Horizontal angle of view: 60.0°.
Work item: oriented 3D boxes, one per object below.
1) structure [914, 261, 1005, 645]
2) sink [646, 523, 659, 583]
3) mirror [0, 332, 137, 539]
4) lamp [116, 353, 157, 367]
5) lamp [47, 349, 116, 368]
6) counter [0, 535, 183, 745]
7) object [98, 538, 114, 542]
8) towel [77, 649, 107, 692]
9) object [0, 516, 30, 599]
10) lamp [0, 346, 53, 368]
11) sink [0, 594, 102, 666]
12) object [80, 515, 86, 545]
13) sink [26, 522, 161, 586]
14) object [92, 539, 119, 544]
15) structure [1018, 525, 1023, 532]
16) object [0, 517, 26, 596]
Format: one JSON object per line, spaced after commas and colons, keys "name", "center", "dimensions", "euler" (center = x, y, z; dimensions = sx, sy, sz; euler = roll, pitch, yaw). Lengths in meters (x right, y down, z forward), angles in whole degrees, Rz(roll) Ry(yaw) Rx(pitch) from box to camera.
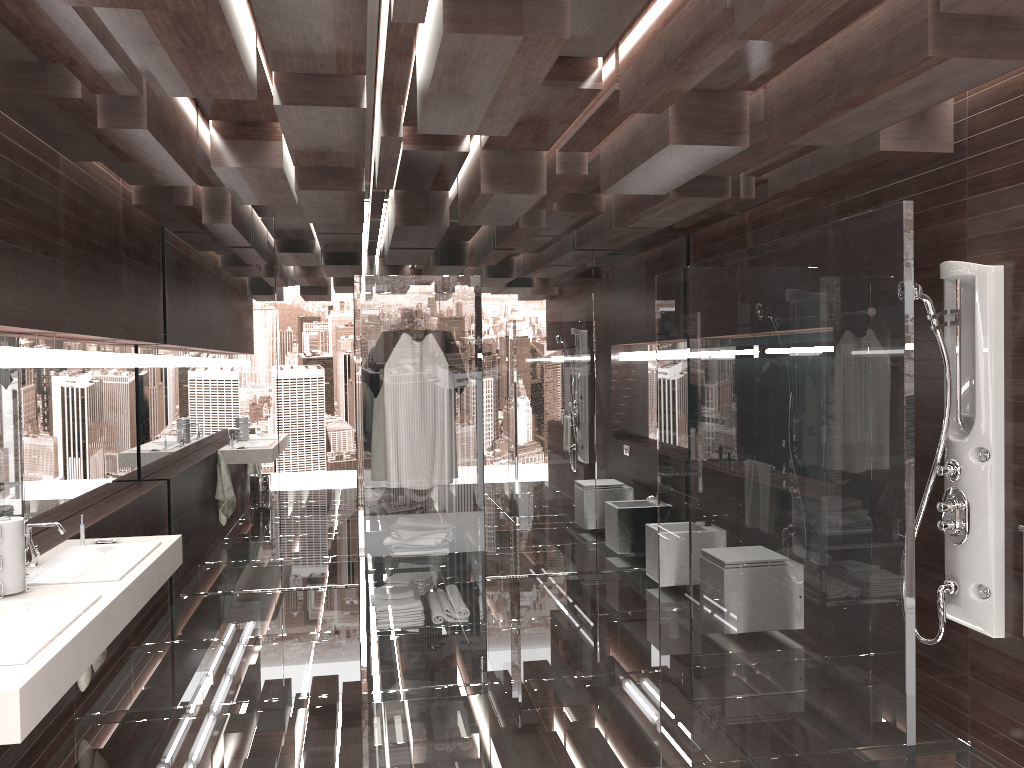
{"name": "structure", "center": [1.747, 0.292, 3.594], "dimensions": [0.354, 1.560, 0.323], "euler": [-1, 1, 11]}
{"name": "sink", "center": [1.203, 1.117, 6.124], "dimensions": [0.469, 0.456, 0.357], "euler": [-1, 1, -10]}
{"name": "mirror", "center": [-0.067, 0.207, 3.789], "dimensions": [4.126, 0.916, 5.081], "euler": [-1, 1, -10]}
{"name": "lamp", "center": [-2.339, -0.144, 5.465], "dimensions": [0.082, 0.082, 0.950], "euler": [-1, 1, -10]}
{"name": "lamp", "center": [-2.168, -0.124, 4.471], "dimensions": [0.082, 0.082, 0.950], "euler": [-1, 1, -10]}
{"name": "counter", "center": [-1.570, 0.772, 3.020], "dimensions": [0.488, 0.131, 1.954], "euler": [-1, 1, -10]}
{"name": "object", "center": [-1.763, 0.678, 3.849], "dimensions": [0.066, 0.016, 0.035], "euler": [-1, 1, 10]}
{"name": "towel", "center": [-1.900, 1.041, 4.032], "dimensions": [0.156, 0.678, 0.368], "euler": [-1, 1, -10]}
{"name": "object", "center": [-1.721, 0.579, 3.001], "dimensions": [0.136, 0.261, 0.145], "euler": [0, 2, 34]}
{"name": "lamp", "center": [-1.992, -0.104, 3.448], "dimensions": [0.082, 0.082, 0.950], "euler": [-1, 1, -10]}
{"name": "sink", "center": [-1.516, 0.650, 2.571], "dimensions": [0.427, 0.193, 0.681], "euler": [-1, 1, -10]}
{"name": "object", "center": [-1.843, 0.627, 3.805], "dimensions": [0.022, 0.132, 0.022], "euler": [0, 1, 27]}
{"name": "sink", "center": [-1.668, 0.632, 3.457], "dimensions": [0.427, 0.193, 0.681], "euler": [-1, 1, -10]}
{"name": "object", "center": [-1.763, 0.685, 3.850], "dimensions": [0.108, 0.011, 0.065], "euler": [-1, 1, 11]}
{"name": "structure", "center": [1.922, 0.531, 3.048], "dimensions": [0.071, 0.061, 0.455], "euler": [-1, 1, -10]}
{"name": "object", "center": [-1.715, 0.580, 2.997], "dimensions": [0.124, 0.246, 0.128], "euler": [-2, 1, -28]}
